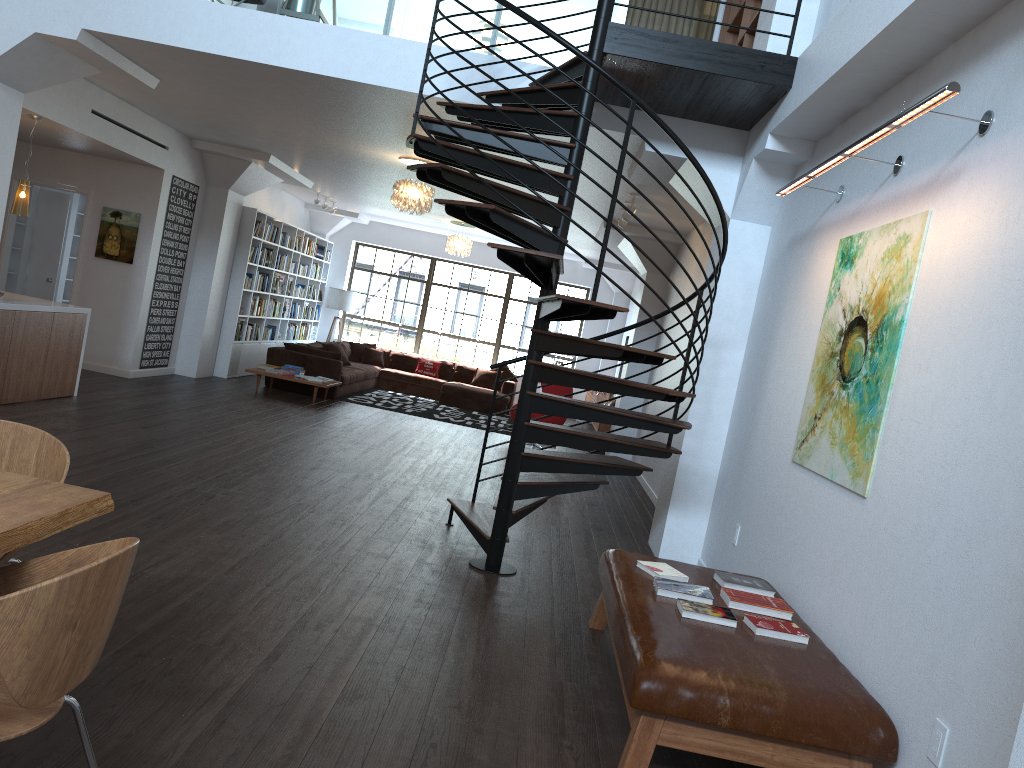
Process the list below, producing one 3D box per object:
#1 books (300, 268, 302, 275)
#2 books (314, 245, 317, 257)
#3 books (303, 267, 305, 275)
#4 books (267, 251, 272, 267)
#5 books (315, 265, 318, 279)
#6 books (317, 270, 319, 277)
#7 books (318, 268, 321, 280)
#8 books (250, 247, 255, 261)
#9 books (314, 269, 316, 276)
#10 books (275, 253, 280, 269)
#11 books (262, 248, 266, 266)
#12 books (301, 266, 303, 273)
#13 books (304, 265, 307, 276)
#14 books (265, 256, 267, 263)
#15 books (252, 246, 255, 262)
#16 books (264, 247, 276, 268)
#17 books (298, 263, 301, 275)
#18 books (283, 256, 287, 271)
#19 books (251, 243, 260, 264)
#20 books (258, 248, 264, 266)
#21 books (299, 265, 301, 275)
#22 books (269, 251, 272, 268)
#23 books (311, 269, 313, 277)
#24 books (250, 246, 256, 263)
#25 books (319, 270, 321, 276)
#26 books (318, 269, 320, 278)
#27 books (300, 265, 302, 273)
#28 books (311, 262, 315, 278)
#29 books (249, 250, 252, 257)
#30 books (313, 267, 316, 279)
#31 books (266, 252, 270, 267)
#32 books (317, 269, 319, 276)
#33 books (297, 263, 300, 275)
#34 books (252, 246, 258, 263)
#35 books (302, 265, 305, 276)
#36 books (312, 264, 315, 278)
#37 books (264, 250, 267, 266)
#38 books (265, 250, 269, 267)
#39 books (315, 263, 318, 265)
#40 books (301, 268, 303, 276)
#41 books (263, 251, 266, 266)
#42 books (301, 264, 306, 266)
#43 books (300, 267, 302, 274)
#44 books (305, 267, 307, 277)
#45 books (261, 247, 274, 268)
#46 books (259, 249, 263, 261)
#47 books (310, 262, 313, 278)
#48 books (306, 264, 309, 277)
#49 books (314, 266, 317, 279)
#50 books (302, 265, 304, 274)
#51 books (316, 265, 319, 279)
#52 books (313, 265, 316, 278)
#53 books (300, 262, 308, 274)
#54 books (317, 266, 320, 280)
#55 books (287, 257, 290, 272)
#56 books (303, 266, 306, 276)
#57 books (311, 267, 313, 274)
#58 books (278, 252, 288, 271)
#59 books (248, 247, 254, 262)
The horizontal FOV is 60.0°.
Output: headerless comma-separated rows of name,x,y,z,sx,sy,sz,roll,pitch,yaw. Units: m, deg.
books,-3.663,-1.954,15.211,0.107,0.167,0.017,11,3,1
books,-3.576,-2.380,15.786,0.161,0.223,0.032,11,3,1
books,-3.668,-1.971,15.388,0.128,0.178,0.021,11,3,1
books,-3.740,-1.897,13.408,0.174,0.240,0.054,11,3,1
books,-3.630,-2.045,16.099,0.183,0.253,0.034,11,3,1
books,-3.633,-2.039,16.251,0.161,0.223,0.027,11,3,1
books,-3.626,-2.044,16.355,0.161,0.223,0.026,11,3,1
books,-3.763,-1.848,12.593,0.152,0.232,0.104,11,3,1
books,-3.639,-2.027,16.026,0.161,0.223,0.027,11,3,1
books,-3.716,-1.920,13.742,0.182,0.253,0.034,11,3,1
books,-3.760,-1.895,13.143,0.180,0.259,0.042,11,3,1
books,-3.663,-1.953,15.236,0.106,0.162,0.032,11,3,1
books,-3.667,-1.985,15.463,0.136,0.196,0.045,11,3,1
books,-3.756,-1.883,13.259,0.161,0.223,0.033,11,3,1
books,-3.768,-1.857,12.669,0.172,0.239,0.093,11,3,1
books,-3.731,-1.931,13.572,0.176,0.291,0.053,11,3,1
books,-3.674,-1.964,15.045,0.146,0.202,0.027,11,3,1
books,-3.708,-1.937,14.164,0.174,0.239,0.045,11,3,1
books,-3.743,-1.885,12.783,0.176,0.290,0.053,11,3,1
books,-3.758,-1.886,13.057,0.183,0.253,0.042,11,3,1
books,-3.676,-1.962,15.104,0.139,0.191,0.036,11,3,1
books,-3.746,-1.908,13.481,0.160,0.251,0.031,11,3,1
books,-3.641,-2.015,15.823,0.161,0.223,0.026,11,3,1
books,-3.759,-1.851,12.625,0.172,0.235,0.112,11,3,1
books,-3.636,-2.052,16.386,0.168,0.231,0.037,11,3,1
books,-3.637,-2.052,16.319,0.174,0.240,0.045,11,3,1
books,-3.674,-1.956,15.161,0.126,0.173,0.032,11,3,1
books,-3.642,-2.051,15.860,0.176,0.290,0.053,11,3,1
books,-3.771,-1.817,12.487,0.161,0.182,0.170,11,3,1
books,-3.640,-2.036,15.983,0.171,0.246,0.057,11,3,1
books,-3.741,-1.884,13.332,0.161,0.223,0.032,11,3,1
books,-3.630,-2.051,16.224,0.160,0.250,0.026,11,3,1
books,-3.678,-1.962,15.018,0.127,0.200,0.020,11,3,1
books,-3.759,-1.860,12.708,0.174,0.242,0.105,11,3,1
books,-3.675,-1.974,15.362,0.134,0.184,0.030,11,3,1
books,-3.643,-2.035,15.905,0.183,0.253,0.034,11,3,1
books,-3.753,-1.892,13.222,0.171,0.246,0.039,11,3,1
books,-3.753,-1.900,13.295,0.183,0.253,0.042,11,3,1
books,-3.635,-2.066,16.133,0.176,0.290,0.036,11,3,1
books,-3.668,-1.957,15.262,0.120,0.167,0.020,11,3,1
books,-3.757,-1.892,13.183,0.160,0.251,0.039,11,3,1
books,-3.669,-1.985,15.430,0.127,0.200,0.020,11,3,1
books,-3.673,-1.955,15.189,0.122,0.169,0.023,11,3,1
books,-3.664,-1.984,15.504,0.139,0.191,0.036,11,3,1
books,-3.750,-1.929,13.521,0.198,0.284,0.049,11,3,1
books,-3.764,-1.873,12.967,0.174,0.236,0.142,11,3,2
books,-3.655,-2.044,15.750,0.198,0.284,0.066,11,3,1
books,-3.665,-2.008,15.592,0.158,0.226,0.052,11,3,1
books,-3.644,-2.038,16.060,0.174,0.240,0.045,11,3,1
books,-3.676,-1.969,15.337,0.128,0.178,0.022,11,3,1
books,-3.634,-2.053,16.181,0.180,0.259,0.060,11,3,1
books,-3.638,-2.036,15.938,0.183,0.253,0.034,11,3,1
books,-3.663,-2.007,15.543,0.140,0.231,0.042,11,3,1
books,-3.637,-2.057,16.280,0.183,0.253,0.034,11,3,1
books,-3.695,-1.952,14.374,0.159,0.250,0.026,11,3,1
books,-3.666,-1.972,15.410,0.128,0.178,0.022,11,3,1
books,-3.642,-2.027,15.797,0.160,0.250,0.026,11,3,1
books,-3.706,-1.967,14.239,0.176,0.290,0.053,11,3,1
books,-3.770,-1.840,12.564,0.161,0.218,0.101,11,3,1
